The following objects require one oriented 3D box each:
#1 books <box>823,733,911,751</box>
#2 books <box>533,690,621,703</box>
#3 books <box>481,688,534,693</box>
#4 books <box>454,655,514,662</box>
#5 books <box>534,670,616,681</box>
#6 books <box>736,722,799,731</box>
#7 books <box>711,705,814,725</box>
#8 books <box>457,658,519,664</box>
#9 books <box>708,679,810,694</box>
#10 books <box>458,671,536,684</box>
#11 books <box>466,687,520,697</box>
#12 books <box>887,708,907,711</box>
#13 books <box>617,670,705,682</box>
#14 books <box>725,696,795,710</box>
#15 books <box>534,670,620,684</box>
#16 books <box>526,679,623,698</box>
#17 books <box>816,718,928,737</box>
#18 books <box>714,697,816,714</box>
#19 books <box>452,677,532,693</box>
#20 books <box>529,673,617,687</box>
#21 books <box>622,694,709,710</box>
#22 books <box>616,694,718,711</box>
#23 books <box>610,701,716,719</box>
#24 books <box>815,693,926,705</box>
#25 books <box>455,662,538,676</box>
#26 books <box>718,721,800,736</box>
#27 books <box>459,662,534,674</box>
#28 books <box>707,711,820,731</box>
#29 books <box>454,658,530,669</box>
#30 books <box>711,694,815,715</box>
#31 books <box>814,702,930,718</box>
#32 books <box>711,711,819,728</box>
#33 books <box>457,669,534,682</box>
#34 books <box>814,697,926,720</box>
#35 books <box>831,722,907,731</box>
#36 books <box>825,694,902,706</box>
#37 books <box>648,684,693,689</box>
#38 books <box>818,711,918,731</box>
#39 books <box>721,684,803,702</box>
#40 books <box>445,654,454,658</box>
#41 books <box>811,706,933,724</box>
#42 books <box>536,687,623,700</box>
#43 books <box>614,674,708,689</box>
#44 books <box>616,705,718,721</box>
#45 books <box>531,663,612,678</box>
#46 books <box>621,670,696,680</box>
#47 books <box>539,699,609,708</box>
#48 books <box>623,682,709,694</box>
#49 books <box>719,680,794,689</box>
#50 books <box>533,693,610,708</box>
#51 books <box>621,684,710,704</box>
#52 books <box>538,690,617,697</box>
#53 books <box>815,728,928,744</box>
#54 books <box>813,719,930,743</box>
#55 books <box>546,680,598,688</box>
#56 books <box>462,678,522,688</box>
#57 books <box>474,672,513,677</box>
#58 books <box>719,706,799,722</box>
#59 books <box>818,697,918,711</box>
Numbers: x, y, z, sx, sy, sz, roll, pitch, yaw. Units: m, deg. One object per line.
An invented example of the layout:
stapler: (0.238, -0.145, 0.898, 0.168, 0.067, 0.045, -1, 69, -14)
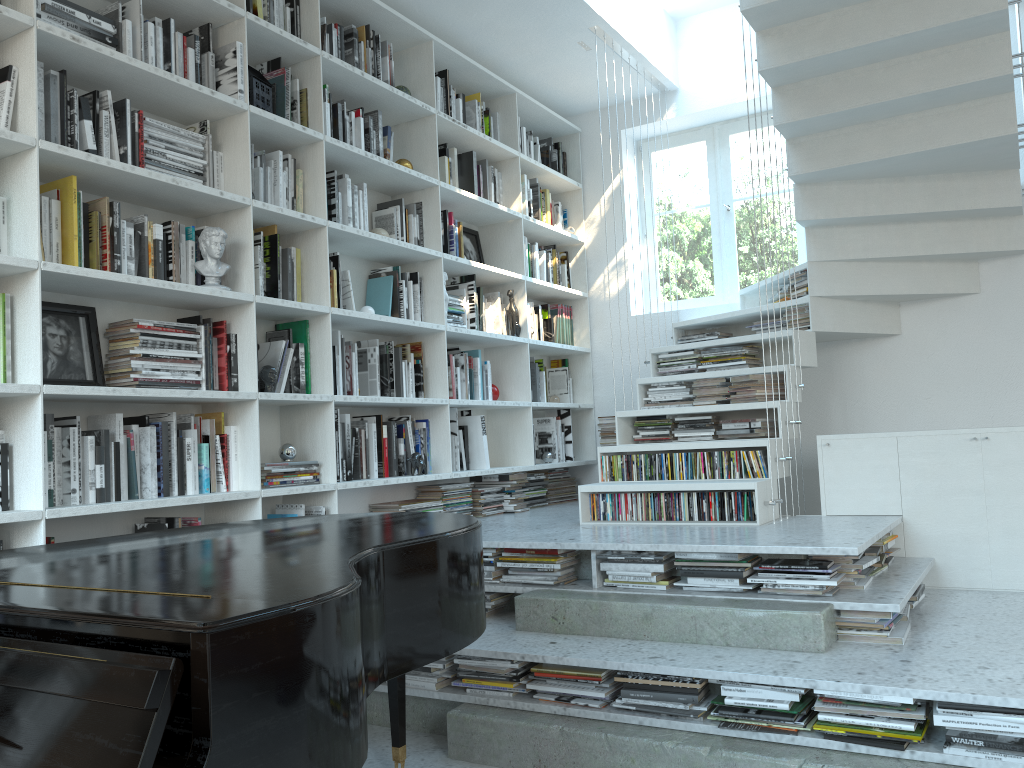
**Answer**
books: (1.001, 0.968, 2.467, 0.209, 0.016, 0.191, -5, -5, 35)
books: (0.230, 1.027, 2.962, 0.296, 0.005, 0.128, -5, -5, 32)
books: (-0.039, 1.051, 3.114, 0.283, 0.008, 0.140, -5, -4, 28)
books: (-0.059, 0.937, 3.095, 0.225, 0.005, 0.193, -5, -4, 26)
books: (0.215, 0.951, 2.946, 0.236, 0.014, 0.165, -5, -4, 25)
books: (0.753, 0.991, 2.637, 0.236, 0.008, 0.147, -5, -5, 35)
books: (0.747, 0.968, 2.631, 0.267, 0.008, 0.180, -5, -4, 29)
books: (-0.051, 0.946, 3.108, 0.228, 0.011, 0.174, -5, -4, 29)
books: (0.748, 0.884, 2.645, 0.288, 0.013, 0.139, -5, -5, 35)
books: (-0.037, 1.020, 3.121, 0.294, 0.008, 0.123, -5, -5, 33)
books: (-0.042, 1.062, 3.106, 0.180, 0.014, 0.157, -5, -4, 27)
books: (1.012, 0.884, 2.498, 0.210, 0.009, 0.133, -5, -5, 34)
books: (0.488, 0.908, 2.803, 0.268, 0.007, 0.157, -5, -5, 30)
books: (0.744, 0.926, 2.631, 0.183, 0.017, 0.180, -5, -4, 27)
books: (0.220, 0.963, 2.952, 0.241, 0.009, 0.169, -5, -5, 30)
books: (0.217, 0.995, 2.943, 0.287, 0.013, 0.182, -5, -5, 31)
books: (1.009, 0.943, 2.485, 0.268, 0.006, 0.170, -5, -5, 30)
books: (0.755, 0.947, 2.647, 0.266, 0.010, 0.145, -5, -4, 29)
books: (-0.045, 1.041, 3.104, 0.292, 0.012, 0.159, -5, -4, 27)
books: (0.222, 0.971, 2.956, 0.297, 0.009, 0.155, -5, -5, 31)
books: (0.484, 0.981, 2.786, 0.220, 0.011, 0.177, -5, -5, 32)
books: (0.489, 0.991, 2.794, 0.290, 0.008, 0.147, -5, -4, 26)
books: (0.480, 0.999, 2.777, 0.291, 0.009, 0.189, -5, -5, 33)
books: (1.011, 0.870, 2.497, 0.284, 0.008, 0.133, -5, -4, 26)
books: (-0.051, 0.987, 3.102, 0.241, 0.009, 0.169, -5, -4, 26)
books: (0.743, 0.996, 2.619, 0.225, 0.005, 0.193, -5, -4, 26)
books: (-0.055, 0.974, 3.097, 0.199, 0.016, 0.182, -5, -5, 35)
books: (0.750, 0.984, 2.634, 0.297, 0.005, 0.171, -5, -4, 29)
books: (-0.052, 0.959, 3.105, 0.253, 0.015, 0.171, -5, -4, 27)
books: (0.746, 0.938, 2.633, 0.260, 0.007, 0.171, -5, -5, 33)
books: (1.013, 0.905, 2.495, 0.292, 0.007, 0.131, -5, -4, 26)
books: (0.751, 0.977, 2.636, 0.275, 0.009, 0.159, -5, -5, 33)
books: (-0.047, 1.010, 3.105, 0.246, 0.011, 0.159, -5, -4, 26)
books: (1.002, 0.894, 2.478, 0.281, 0.013, 0.168, -5, -4, 25)
books: (1.013, 0.934, 2.492, 0.196, 0.014, 0.154, -5, -5, 30)
books: (0.999, 0.860, 2.479, 0.196, 0.010, 0.178, -5, -5, 35)
books: (0.489, 0.930, 2.803, 0.217, 0.008, 0.150, -5, -4, 29)
books: (1.002, 0.919, 2.476, 0.246, 0.015, 0.191, -5, -5, 31)
books: (0.750, 0.905, 2.645, 0.222, 0.028, 0.141, -5, -4, 25)
books: (-0.316, 0.977, 3.269, 0.285, 0.006, 0.159, -5, -5, 32)
books: (1.008, 0.910, 2.487, 0.290, 0.004, 0.150, -5, -5, 34)
books: (0.231, 1.020, 2.963, 0.269, 0.009, 0.132, -5, -5, 31)
books: (0.481, 0.918, 2.790, 0.281, 0.014, 0.170, -5, -4, 27)
books: (0.491, 1.016, 2.794, 0.291, 0.012, 0.142, -5, -5, 34)
books: (0.213, 0.938, 2.944, 0.249, 0.012, 0.179, -5, -4, 27)
books: (0.485, 0.900, 2.800, 0.239, 0.008, 0.160, -5, -5, 31)
books: (0.228, 1.042, 2.955, 0.236, 0.008, 0.147, -5, -4, 29)
books: (0.489, 0.942, 2.800, 0.239, 0.017, 0.142, -5, -4, 26)
books: (0.748, 0.871, 2.645, 0.215, 0.014, 0.157, -5, -5, 32)
books: (0.220, 1.033, 2.943, 0.254, 0.008, 0.161, -5, -5, 35)
books: (0.484, 0.963, 2.789, 0.244, 0.025, 0.160, -5, -4, 25)
books: (0.226, 1.009, 2.958, 0.249, 0.014, 0.130, -5, -4, 25)
books: (1.006, 0.956, 2.477, 0.277, 0.009, 0.178, -5, -4, 28)
books: (1.002, 0.949, 2.472, 0.275, 0.006, 0.191, -5, -5, 32)
books: (0.227, 0.983, 2.962, 0.180, 0.013, 0.140, -5, -5, 31)
books: (-0.044, 1.029, 3.109, 0.205, 0.012, 0.165, -5, -5, 30)
books: (-0.041, 0.998, 3.117, 0.180, 0.013, 0.140, -5, -5, 33)
books: (0.744, 0.958, 2.627, 0.215, 0.013, 0.189, -5, -4, 28)
books: (1.005, 0.877, 2.486, 0.251, 0.006, 0.175, -5, -5, 30)
